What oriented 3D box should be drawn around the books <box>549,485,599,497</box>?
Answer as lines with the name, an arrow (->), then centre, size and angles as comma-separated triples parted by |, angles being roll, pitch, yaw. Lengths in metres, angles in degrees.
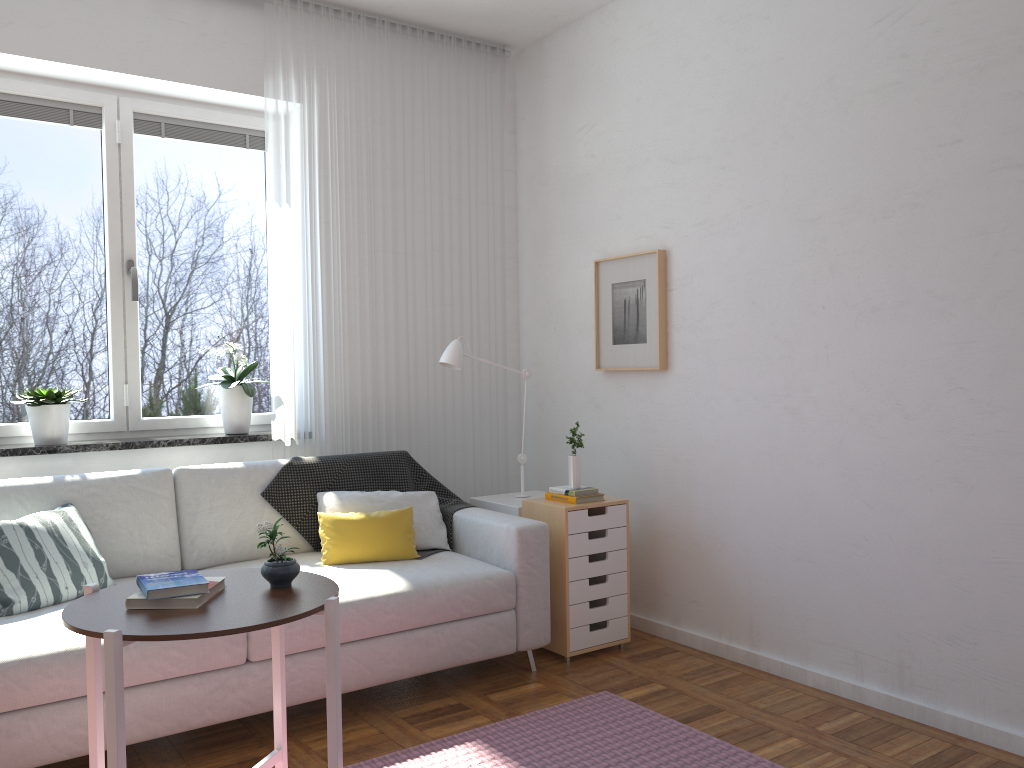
books -> 0.266, 0.457, 3.808 | 0.136, 0.024, 0.175 | -2, 1, -35

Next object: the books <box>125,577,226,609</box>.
books -> -0.792, 0.494, 2.106 | 0.162, 0.026, 0.209 | -1, 1, 0

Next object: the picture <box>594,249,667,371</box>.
picture -> 0.536, -0.325, 4.057 | 0.050, 0.524, 0.431 | -2, 2, -35

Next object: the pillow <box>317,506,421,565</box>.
pillow -> -0.569, 0.597, 3.514 | 0.401, 0.194, 0.210 | -1, 1, -18

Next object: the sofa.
sofa -> -1.118, 0.750, 3.218 | 2.461, 0.843, 1.003 | -2, 1, -35

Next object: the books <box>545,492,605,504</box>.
books -> 0.271, 0.483, 3.814 | 0.164, 0.028, 0.210 | -2, 1, -35

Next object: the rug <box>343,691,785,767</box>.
rug -> 0.026, 1.170, 1.623 | 2.457, 0.008, 2.365 | -1, 1, -35

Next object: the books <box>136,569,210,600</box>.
books -> -0.798, 0.469, 2.082 | 0.136, 0.024, 0.174 | -1, 1, -30

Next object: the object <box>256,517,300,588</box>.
object -> -0.580, 0.415, 2.199 | 0.096, 0.175, 0.108 | 0, 2, 34

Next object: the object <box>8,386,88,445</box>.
object -> -1.866, 0.125, 3.578 | 0.283, 0.237, 0.267 | 0, 1, 37

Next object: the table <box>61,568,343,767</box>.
table -> -0.720, 0.835, 2.119 | 0.617, 0.688, 0.617 | -2, 2, -37

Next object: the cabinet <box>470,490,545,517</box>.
cabinet -> 0.079, 0.839, 4.196 | 0.400, 0.600, 0.400 | -2, 2, -35

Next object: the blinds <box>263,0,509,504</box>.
blinds -> -0.545, -0.303, 4.308 | 1.292, 2.888, 0.055 | -2, 2, -35

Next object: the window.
window -> -2.305, -0.503, 3.403 | 3.019, 1.511, 0.151 | -2, 2, -35

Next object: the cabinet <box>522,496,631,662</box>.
cabinet -> 0.276, 0.819, 3.826 | 0.349, 0.643, 0.301 | -2, 2, -35

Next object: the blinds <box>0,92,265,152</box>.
blinds -> -2.336, -1.124, 3.412 | 2.844, 0.098, 0.015 | -1, 2, -35

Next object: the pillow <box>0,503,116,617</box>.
pillow -> -1.587, 0.576, 2.969 | 0.309, 0.289, 0.469 | 0, 1, 26

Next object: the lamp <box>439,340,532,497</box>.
lamp -> -0.992, 0.509, 2.250 | 0.332, 1.347, 4.590 | 0, 1, 24

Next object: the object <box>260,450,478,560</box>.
object -> -0.540, 0.628, 3.905 | 0.677, 0.648, 0.978 | 0, 1, 25

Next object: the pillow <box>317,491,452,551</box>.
pillow -> -0.536, 0.578, 3.721 | 0.532, 0.259, 0.301 | -1, 1, -21

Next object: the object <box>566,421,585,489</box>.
object -> 0.271, 0.302, 3.790 | 0.081, 0.287, 0.085 | -2, 2, -29

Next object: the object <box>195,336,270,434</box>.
object -> -1.284, 0.005, 4.051 | 0.340, 0.444, 0.286 | 0, 2, 43
